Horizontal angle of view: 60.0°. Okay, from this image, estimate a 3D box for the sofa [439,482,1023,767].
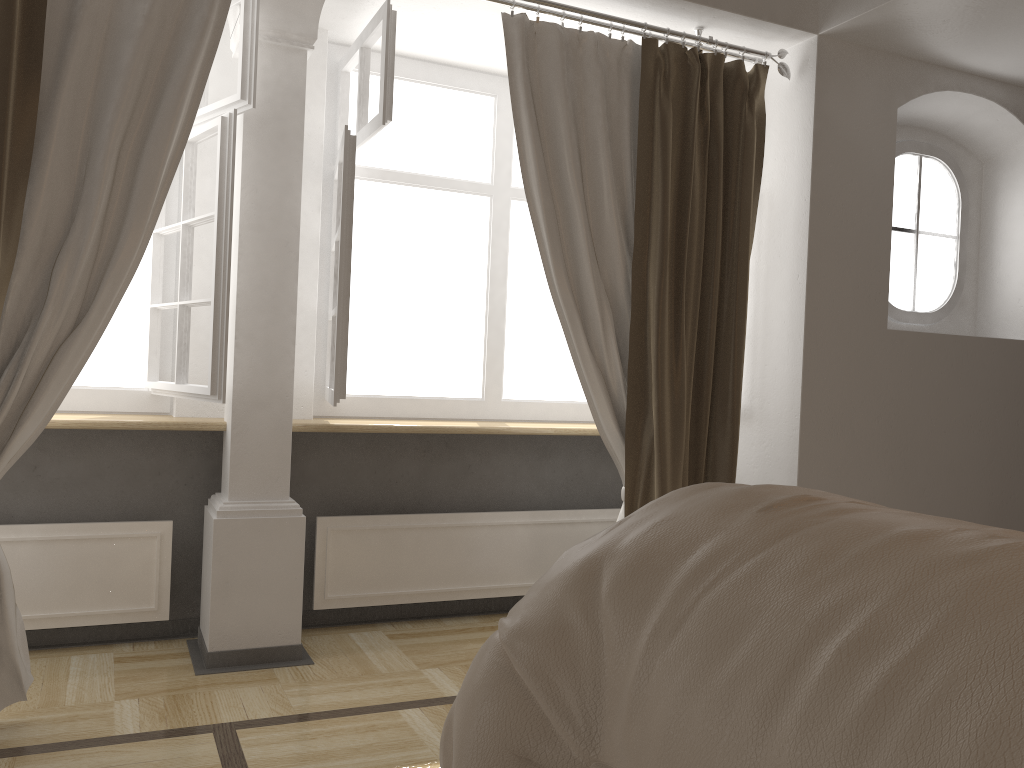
[{"bbox_3d":[0.055,0.551,0.516,1.052,0.900,1.318,2,1,-24],"label":"sofa"}]

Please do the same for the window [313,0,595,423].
[{"bbox_3d":[0.045,-0.579,3.562,1.653,1.500,0.782,2,1,-24],"label":"window"}]

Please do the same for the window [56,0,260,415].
[{"bbox_3d":[-1.771,-0.649,2.753,1.759,1.500,0.784,2,1,-25],"label":"window"}]

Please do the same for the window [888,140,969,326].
[{"bbox_3d":[1.734,-0.646,3.819,0.600,0.784,0.050,2,1,-24],"label":"window"}]

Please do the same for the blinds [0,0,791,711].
[{"bbox_3d":[-1.626,-0.240,2.187,5.765,2.294,0.285,2,1,-24],"label":"blinds"}]
